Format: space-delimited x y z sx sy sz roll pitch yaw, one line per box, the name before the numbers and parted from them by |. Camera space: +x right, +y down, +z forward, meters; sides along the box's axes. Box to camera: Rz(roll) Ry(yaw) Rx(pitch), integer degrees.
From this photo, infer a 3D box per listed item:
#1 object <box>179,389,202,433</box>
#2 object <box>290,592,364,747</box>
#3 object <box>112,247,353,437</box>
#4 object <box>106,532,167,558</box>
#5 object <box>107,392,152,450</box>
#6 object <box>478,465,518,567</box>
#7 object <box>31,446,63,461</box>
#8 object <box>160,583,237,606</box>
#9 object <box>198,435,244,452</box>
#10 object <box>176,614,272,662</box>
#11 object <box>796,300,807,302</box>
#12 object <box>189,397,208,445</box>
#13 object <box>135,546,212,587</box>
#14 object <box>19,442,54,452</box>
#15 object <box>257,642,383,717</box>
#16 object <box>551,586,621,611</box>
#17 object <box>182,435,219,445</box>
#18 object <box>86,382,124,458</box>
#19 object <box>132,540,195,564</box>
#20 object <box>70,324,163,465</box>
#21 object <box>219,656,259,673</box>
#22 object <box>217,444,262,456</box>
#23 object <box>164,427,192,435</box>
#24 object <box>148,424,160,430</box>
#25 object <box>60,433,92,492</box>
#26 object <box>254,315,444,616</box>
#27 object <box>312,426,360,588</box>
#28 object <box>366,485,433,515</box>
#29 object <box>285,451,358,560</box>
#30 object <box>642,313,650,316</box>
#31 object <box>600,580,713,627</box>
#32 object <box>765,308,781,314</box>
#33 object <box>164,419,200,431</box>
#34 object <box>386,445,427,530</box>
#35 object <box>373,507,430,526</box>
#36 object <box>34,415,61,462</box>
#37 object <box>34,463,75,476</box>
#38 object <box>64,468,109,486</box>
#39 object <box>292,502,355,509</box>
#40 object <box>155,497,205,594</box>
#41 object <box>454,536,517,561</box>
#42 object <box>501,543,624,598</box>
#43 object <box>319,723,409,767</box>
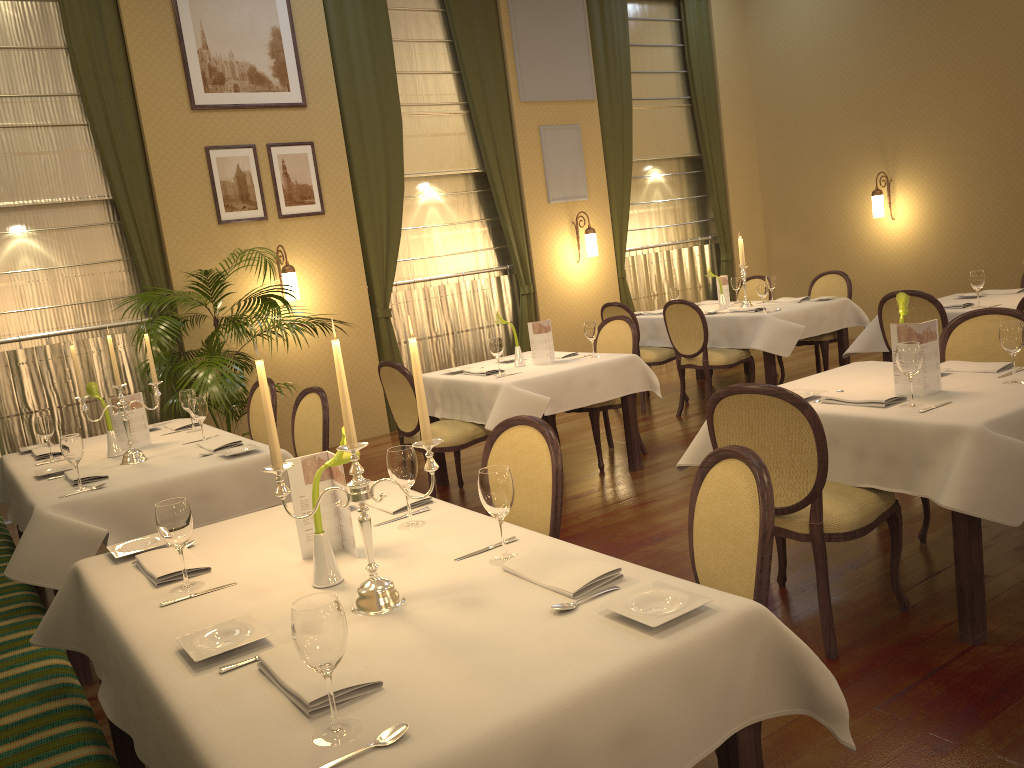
object | -1.742 0.145 4.802 0.088 0.229 0.088 -5 9 15
object | -0.300 0.458 1.433 0.088 0.229 0.088 -5 9 15
object | -2.133 -0.107 6.660 1.552 1.807 1.496 -1 11 37
object | -1.110 0.490 2.646 0.160 0.024 0.160 -13 10 -33
object | -1.946 0.194 4.504 0.166 0.277 0.081 -10 9 -16
object | -0.029 0.316 2.138 0.088 0.229 0.088 -5 9 15
object | -2.442 0.360 4.676 0.142 0.033 0.273 -13 10 -33
object | -0.776 0.518 2.199 0.185 0.010 0.017 -13 10 -31
object | -1.397 0.285 4.244 0.142 0.033 0.273 -13 10 -33
object | -0.602 0.540 1.860 0.160 0.024 0.160 -13 10 -33
object | 2.427 -0.692 7.368 0.181 0.015 0.038 -13 10 -31
object | -1.535 0.181 4.374 0.088 0.229 0.088 -5 9 15
object | -0.936 0.495 2.439 0.142 0.033 0.273 -13 10 -33
object | -2.616 0.355 4.883 0.160 0.024 0.160 -13 10 -33
object | -0.364 0.536 1.656 0.142 0.033 0.273 -13 10 -33
object | 0.157 0.444 1.844 0.181 0.015 0.038 -13 10 -31
object | -1.572 0.282 4.480 0.185 0.010 0.017 -13 10 -33
object | -2.010 0.171 4.373 0.163 0.375 0.076 0 12 43
object | -1.015 0.490 2.587 0.181 0.015 0.038 -13 10 -31
object | -1.810 0.046 4.101 0.390 0.655 0.131 -12 10 -27
object | -0.494 0.543 1.781 0.185 0.010 0.017 -13 10 -31
object | -1.223 0.305 3.976 0.160 0.024 0.160 -13 10 -33
object | -1.832 0.259 4.867 0.185 0.010 0.017 -13 10 -33
object | -2.097 0.261 5.044 0.160 0.024 0.160 -13 10 -33
object | -1.806 0.324 3.669 0.088 0.229 0.088 -5 9 15
object | -0.342 0.175 1.935 0.390 0.655 0.131 -11 9 -19
object | -0.431 0.295 2.143 0.163 0.375 0.076 -9 9 -11
object | -0.378 0.366 2.822 0.142 0.024 0.273 -13 10 -33
object | -0.487 0.321 2.360 0.166 0.277 0.081 -5 9 18
object | 1.255 -0.646 8.111 0.181 0.015 0.038 -13 10 -31
object | 0.283 0.439 1.740 0.160 0.024 0.160 -13 10 -33
object | 2.029 -0.567 6.898 0.181 0.015 0.038 -13 10 -31
object | -1.884 0.232 5.059 0.142 0.024 0.273 -13 10 -33
object | -0.302 0.294 2.527 0.088 0.229 0.088 -5 9 15
object | -0.326 0.393 2.630 0.185 0.010 0.017 -13 10 -33
object | -2.350 0.274 4.484 0.088 0.229 0.088 -5 9 15
object | -2.108 0.406 4.096 0.160 0.024 0.160 -13 10 -33
object | -1.870 0.402 3.892 0.142 0.033 0.273 -13 10 -33
object | -0.591 0.396 2.808 0.160 0.024 0.160 -13 10 -33
object | -0.844 0.408 2.248 0.088 0.229 0.088 -6 9 9
object | -0.066 0.416 2.244 0.185 0.010 0.017 -13 10 -33
object | 0.109 0.419 2.008 0.142 0.033 0.273 -13 10 -33
object | -0.241 0.569 1.373 0.181 0.015 0.038 -13 10 -31
